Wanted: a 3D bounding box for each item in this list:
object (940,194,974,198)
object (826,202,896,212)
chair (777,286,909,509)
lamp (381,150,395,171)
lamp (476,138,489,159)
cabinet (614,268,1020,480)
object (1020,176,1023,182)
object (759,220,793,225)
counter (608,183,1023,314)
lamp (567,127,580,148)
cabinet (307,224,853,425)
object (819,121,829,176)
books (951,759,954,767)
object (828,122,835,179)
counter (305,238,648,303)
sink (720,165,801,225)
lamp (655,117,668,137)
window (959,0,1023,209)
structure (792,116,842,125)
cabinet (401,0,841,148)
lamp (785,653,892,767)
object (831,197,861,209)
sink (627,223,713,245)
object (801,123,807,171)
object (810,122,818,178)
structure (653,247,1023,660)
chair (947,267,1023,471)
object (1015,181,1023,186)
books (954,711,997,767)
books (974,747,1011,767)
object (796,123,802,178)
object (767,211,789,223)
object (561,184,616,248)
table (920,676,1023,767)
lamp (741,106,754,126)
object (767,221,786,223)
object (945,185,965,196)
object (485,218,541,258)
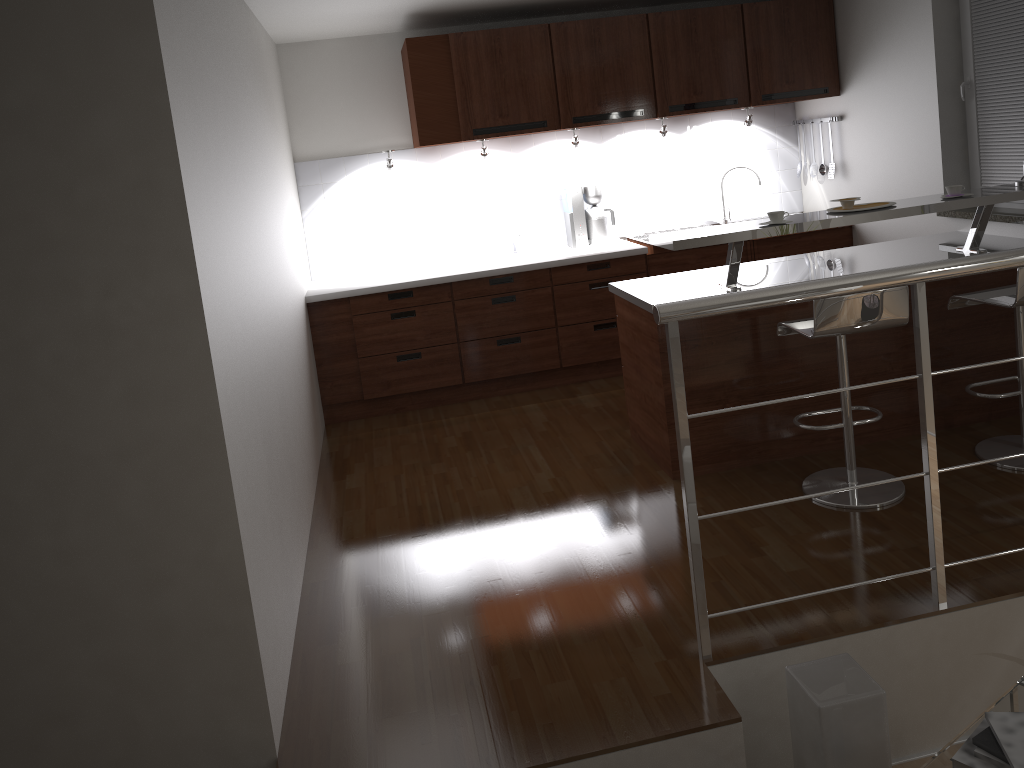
[{"bbox_3d":[1.941,-0.825,3.851,0.131,0.008,0.142,-15,17,-28],"label":"object"},{"bbox_3d":[1.536,-0.776,3.849,0.309,0.010,0.224,-9,15,-6],"label":"object"},{"bbox_3d":[1.324,0.016,3.468,0.389,0.830,0.434,-8,8,-4],"label":"chair"},{"bbox_3d":[-0.743,-1.354,5.308,0.080,0.122,0.082,-2,11,31],"label":"lamp"},{"bbox_3d":[-0.176,-1.448,5.397,0.080,0.122,0.082,-2,11,31],"label":"lamp"},{"bbox_3d":[1.509,-0.170,4.238,1.853,0.735,0.647,-9,11,-9],"label":"cabinet"},{"bbox_3d":[2.325,-0.919,3.954,0.051,0.044,0.052,2,15,38],"label":"object"},{"bbox_3d":[1.102,-0.677,3.686,0.130,0.008,0.144,-8,15,-6],"label":"object"},{"bbox_3d":[1.565,-0.687,4.123,2.109,0.311,0.860,-9,14,-9],"label":"counter"},{"bbox_3d":[0.392,-1.542,5.487,0.080,0.122,0.082,-2,11,31],"label":"lamp"},{"bbox_3d":[0.492,-0.491,5.771,3.513,0.783,0.695,-9,11,-9],"label":"cabinet"},{"bbox_3d":[2.081,-1.573,5.848,0.043,0.357,0.092,-8,7,-8],"label":"object"},{"bbox_3d":[1.206,0.899,2.004,0.230,0.026,0.291,-15,17,-28],"label":"books"},{"bbox_3d":[2.081,-1.531,5.724,0.024,0.374,0.072,-8,7,-8],"label":"object"},{"bbox_3d":[-0.239,-0.746,5.620,2.109,0.039,0.698,-9,15,-9],"label":"counter"},{"bbox_3d":[1.760,-1.218,5.935,0.674,0.566,0.614,-9,11,-8],"label":"sink"},{"bbox_3d":[0.960,-1.635,5.576,0.080,0.122,0.082,-2,11,31],"label":"lamp"},{"bbox_3d":[2.500,-1.481,4.296,0.142,1.239,0.861,-8,9,-8],"label":"window"},{"bbox_3d":[2.055,-1.778,5.914,0.049,0.033,0.612,-9,15,-7],"label":"structure"},{"bbox_3d":[0.691,-2.014,5.676,2.726,0.623,0.665,-9,11,-9],"label":"cabinet"},{"bbox_3d":[0.888,1.017,2.360,0.193,0.471,0.202,-8,8,-8],"label":"lamp"},{"bbox_3d":[1.475,-0.787,3.829,0.140,0.041,0.133,-9,15,-7],"label":"object"},{"bbox_3d":[1.140,-0.929,5.855,0.602,0.195,0.616,-9,15,-8],"label":"sink"},{"bbox_3d":[2.029,-1.623,6.074,0.008,0.369,0.034,-8,7,-8],"label":"object"},{"bbox_3d":[2.043,-1.591,5.956,0.020,0.370,0.108,-8,7,-8],"label":"object"},{"bbox_3d":[1.595,0.101,2.660,2.330,1.031,0.058,-9,7,-9],"label":"structure"},{"bbox_3d":[2.103,-0.113,3.591,0.389,0.830,0.433,-9,9,-13],"label":"chair"},{"bbox_3d":[2.311,-0.909,3.973,0.051,0.019,0.052,-8,14,-6],"label":"object"},{"bbox_3d":[1.203,0.873,2.001,0.231,0.026,0.290,-19,19,-37],"label":"books"},{"bbox_3d":[1.200,0.853,1.998,0.155,0.014,0.218,-19,19,-37],"label":"books"},{"bbox_3d":[2.005,-1.635,6.140,0.033,0.374,0.066,-8,7,-8],"label":"object"},{"bbox_3d":[1.116,-0.700,3.682,0.079,0.045,0.069,2,16,35],"label":"object"},{"bbox_3d":[0.530,-1.141,5.895,0.330,0.397,0.166,-9,8,-9],"label":"object"},{"bbox_3d":[1.306,1.082,2.083,0.560,0.391,0.469,-15,14,-33],"label":"table"},{"bbox_3d":[1.527,-1.729,5.665,0.080,0.122,0.082,-2,11,31],"label":"lamp"},{"bbox_3d":[1.113,-0.681,3.688,0.077,0.002,0.079,8,21,44],"label":"object"},{"bbox_3d":[1.950,-0.849,3.852,0.079,0.045,0.069,0,14,28],"label":"object"},{"bbox_3d":[0.008,-0.987,5.867,0.370,0.235,0.159,-9,9,-8],"label":"object"}]
